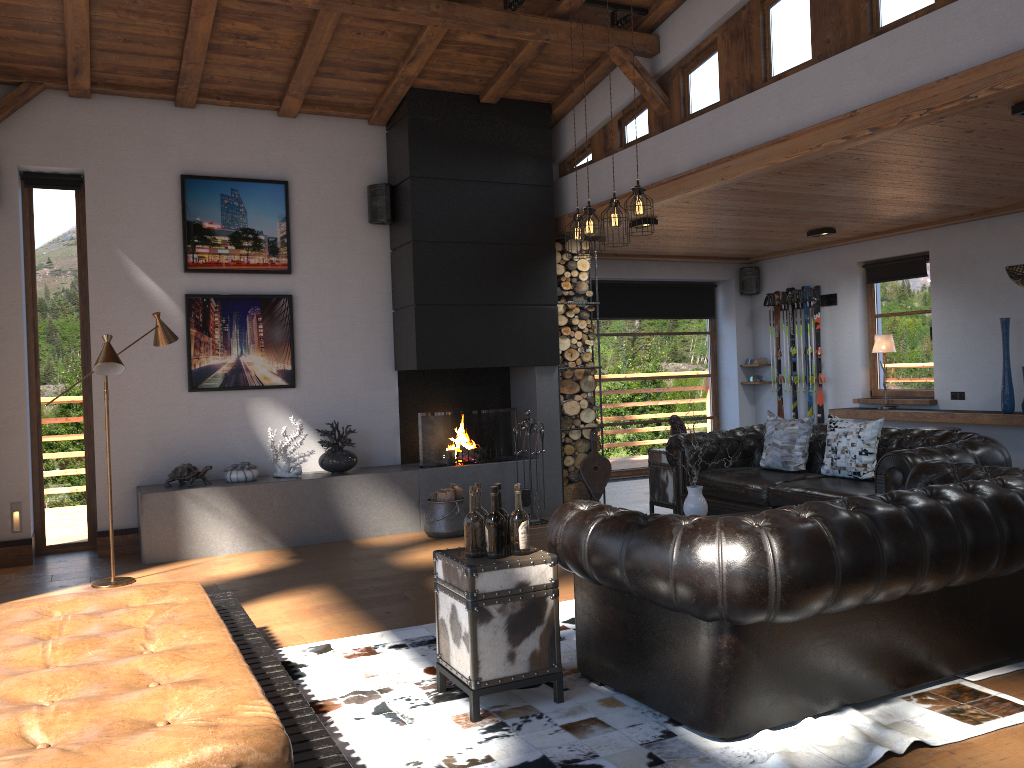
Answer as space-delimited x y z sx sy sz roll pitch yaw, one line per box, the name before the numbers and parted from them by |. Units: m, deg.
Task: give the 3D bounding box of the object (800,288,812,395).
object | 3.401 -0.486 10.236 0.120 1.249 0.059 -2 0 31

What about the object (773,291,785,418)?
object | 3.286 -0.335 10.830 0.116 1.606 0.094 -2 0 -26

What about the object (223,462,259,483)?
object | -2.234 0.723 7.303 0.283 0.160 0.256 -2 1 -24

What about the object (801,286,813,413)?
object | 3.500 -0.355 10.535 0.112 1.622 0.072 -2 0 -26

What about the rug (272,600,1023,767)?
rug | -0.171 1.282 3.598 3.845 0.053 2.409 -2 1 -25

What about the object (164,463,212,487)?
object | -2.585 0.727 7.109 0.402 0.183 0.228 -2 1 18

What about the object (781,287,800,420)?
object | 3.331 -0.350 10.626 0.257 1.622 0.103 -2 0 -30

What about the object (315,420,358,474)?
object | -1.506 0.539 7.638 0.341 0.455 0.333 -2 0 0

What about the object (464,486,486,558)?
object | -0.155 0.561 3.626 0.088 0.286 0.087 -2 0 -13

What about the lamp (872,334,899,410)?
lamp | 4.143 0.208 9.470 0.638 1.481 0.244 -2 0 -23

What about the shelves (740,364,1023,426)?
shelves | 4.444 0.233 8.453 0.618 0.988 6.580 -2 1 -25

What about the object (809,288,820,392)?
object | 3.507 -0.490 10.227 0.120 1.249 0.059 -2 0 26

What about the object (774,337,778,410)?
object | 3.255 -0.321 10.922 0.116 1.606 0.094 -2 0 -26

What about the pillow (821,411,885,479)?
pillow | 2.492 0.442 6.511 0.286 0.469 0.524 -2 0 -23

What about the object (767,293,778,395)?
object | 3.190 -0.487 10.868 0.060 1.249 0.119 -2 0 -44

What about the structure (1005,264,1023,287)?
structure | 4.842 -0.978 7.704 0.099 0.240 1.236 -2 1 -25

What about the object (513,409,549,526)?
object | 0.162 0.734 7.918 0.305 1.017 0.310 -2 0 20

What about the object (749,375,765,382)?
object | 3.114 -0.072 11.286 0.187 0.084 0.353 -2 1 10

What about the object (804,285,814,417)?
object | 3.521 -0.355 10.463 0.112 1.622 0.072 -2 0 -26

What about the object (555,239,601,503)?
object | 0.533 -0.087 8.682 0.498 2.612 0.462 -2 0 -26

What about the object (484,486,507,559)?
object | -0.067 0.558 3.596 0.087 0.286 0.088 -2 0 14

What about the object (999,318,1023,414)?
object | 4.535 -0.167 7.964 0.272 0.862 0.112 -2 0 20

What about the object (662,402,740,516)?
object | 1.109 0.476 5.380 0.409 0.808 0.616 -2 0 -14

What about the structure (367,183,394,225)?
structure | -1.190 -1.632 8.046 0.215 0.349 0.211 -2 0 -26

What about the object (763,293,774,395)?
object | 3.139 -0.485 10.802 0.122 1.249 0.058 -2 0 -44

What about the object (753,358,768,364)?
object | 3.148 -0.291 11.200 0.191 0.084 0.158 -2 1 -27

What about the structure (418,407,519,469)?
structure | -0.351 0.497 8.082 0.992 0.514 0.182 -2 0 -26

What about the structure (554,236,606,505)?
structure | 0.543 -0.093 8.676 0.507 2.617 0.507 -2 0 -26

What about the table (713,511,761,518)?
table | 1.583 1.035 5.593 0.403 0.350 0.645 -2 1 -21

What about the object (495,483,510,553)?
object | -0.053 0.556 3.693 0.086 0.286 0.088 -2 0 42

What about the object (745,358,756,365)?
object | 3.072 -0.290 11.359 0.161 0.084 0.188 -2 1 -27

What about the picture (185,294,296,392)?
picture | -2.307 -0.356 7.562 0.888 0.816 0.035 -2 0 -26

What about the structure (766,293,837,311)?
structure | 3.381 -0.966 10.571 0.322 0.135 1.040 -2 1 -25

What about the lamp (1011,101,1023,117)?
lamp | 2.804 -1.481 4.682 0.157 0.068 0.258 -2 1 -26

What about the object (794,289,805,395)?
object | 3.388 -0.489 10.448 0.060 1.249 0.119 -2 0 -44

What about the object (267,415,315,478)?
object | -1.873 0.529 7.385 0.422 0.532 0.262 -2 0 33

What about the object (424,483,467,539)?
object | -0.554 1.064 7.460 0.384 0.431 0.384 -2 0 0

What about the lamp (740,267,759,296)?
lamp | 3.042 -1.314 11.337 0.215 0.349 0.211 -2 0 -26

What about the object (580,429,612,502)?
object | 0.792 0.820 8.441 0.271 0.795 0.260 -2 0 -42

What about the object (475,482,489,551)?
object | -0.138 0.558 3.742 0.088 0.286 0.087 -2 0 -16

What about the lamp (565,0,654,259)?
lamp | 0.565 -1.973 5.832 0.264 2.201 0.793 -2 0 -35

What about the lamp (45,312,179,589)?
lamp | -2.708 0.422 6.086 0.528 1.899 1.319 -2 0 -4

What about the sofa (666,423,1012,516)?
sofa | 2.375 0.755 6.666 1.252 0.838 2.541 -2 1 -26

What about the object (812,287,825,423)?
object | 3.539 -0.323 10.323 0.116 1.606 0.094 -2 0 -26

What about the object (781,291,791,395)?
object | 3.289 -0.488 10.658 0.060 1.249 0.119 -2 0 -44

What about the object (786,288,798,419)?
object | 3.377 -0.353 10.721 0.112 1.622 0.072 -2 0 -26

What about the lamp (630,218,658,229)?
lamp | 1.196 -1.469 8.081 0.157 0.068 0.258 -2 1 -26

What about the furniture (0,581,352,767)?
furniture | -1.436 1.142 3.199 1.187 0.436 2.733 -2 1 -25

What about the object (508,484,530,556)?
object | 0.028 0.554 3.638 0.086 0.286 0.089 -2 0 41

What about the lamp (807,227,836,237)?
lamp | 3.158 -1.553 9.052 0.157 0.068 0.258 -2 1 -26

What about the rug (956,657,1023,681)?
rug | 2.193 1.164 5.980 2.455 0.053 4.006 -2 1 -25

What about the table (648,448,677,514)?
table | 1.504 0.885 7.960 0.409 0.609 0.413 -2 0 -26

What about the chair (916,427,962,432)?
chair | 3.872 0.758 8.081 0.445 0.716 0.437 -2 0 -22

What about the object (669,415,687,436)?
object | 1.488 0.429 7.934 0.148 0.319 0.249 -2 0 16

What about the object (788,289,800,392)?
object | 3.324 -0.486 10.432 0.120 1.249 0.059 -2 0 21

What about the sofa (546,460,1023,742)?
sofa | 1.535 0.824 3.894 2.591 0.838 1.227 -2 1 -27

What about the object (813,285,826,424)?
object | 3.570 -0.337 10.231 0.116 1.606 0.094 -2 0 -26

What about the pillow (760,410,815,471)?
pillow | 2.204 0.444 7.120 0.286 0.469 0.524 -2 0 -23

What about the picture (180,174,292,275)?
picture | -2.343 -1.350 7.561 0.888 0.816 0.035 -2 0 -26

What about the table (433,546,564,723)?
table | -0.065 1.000 3.674 0.409 0.609 0.413 -2 0 -26
